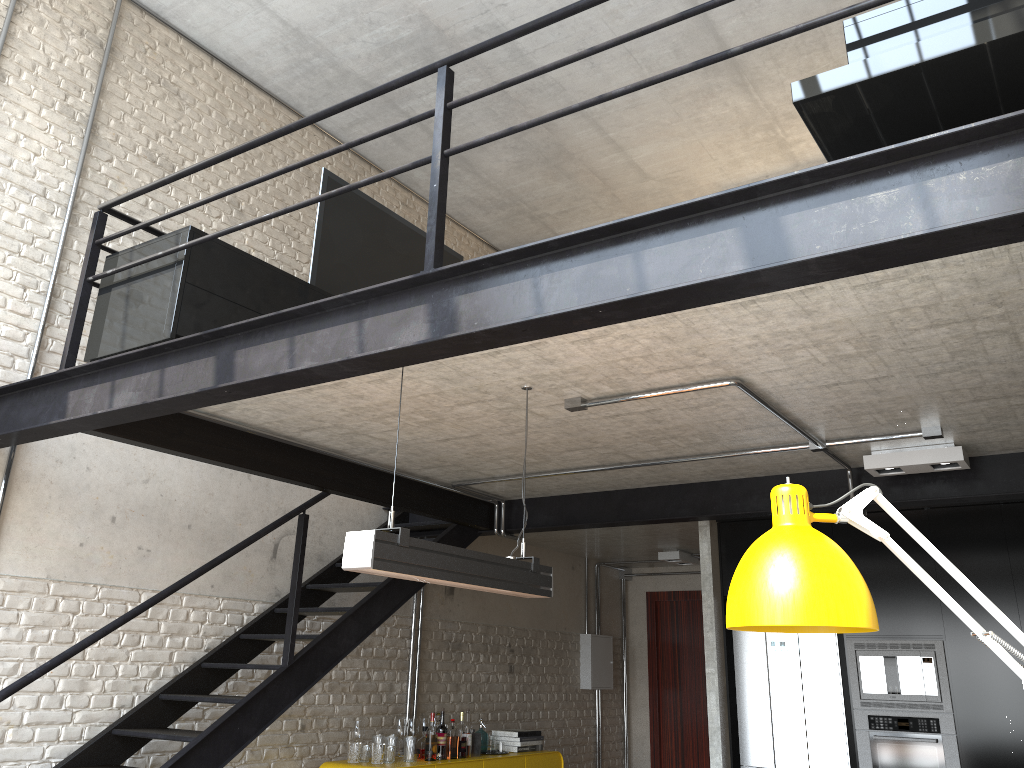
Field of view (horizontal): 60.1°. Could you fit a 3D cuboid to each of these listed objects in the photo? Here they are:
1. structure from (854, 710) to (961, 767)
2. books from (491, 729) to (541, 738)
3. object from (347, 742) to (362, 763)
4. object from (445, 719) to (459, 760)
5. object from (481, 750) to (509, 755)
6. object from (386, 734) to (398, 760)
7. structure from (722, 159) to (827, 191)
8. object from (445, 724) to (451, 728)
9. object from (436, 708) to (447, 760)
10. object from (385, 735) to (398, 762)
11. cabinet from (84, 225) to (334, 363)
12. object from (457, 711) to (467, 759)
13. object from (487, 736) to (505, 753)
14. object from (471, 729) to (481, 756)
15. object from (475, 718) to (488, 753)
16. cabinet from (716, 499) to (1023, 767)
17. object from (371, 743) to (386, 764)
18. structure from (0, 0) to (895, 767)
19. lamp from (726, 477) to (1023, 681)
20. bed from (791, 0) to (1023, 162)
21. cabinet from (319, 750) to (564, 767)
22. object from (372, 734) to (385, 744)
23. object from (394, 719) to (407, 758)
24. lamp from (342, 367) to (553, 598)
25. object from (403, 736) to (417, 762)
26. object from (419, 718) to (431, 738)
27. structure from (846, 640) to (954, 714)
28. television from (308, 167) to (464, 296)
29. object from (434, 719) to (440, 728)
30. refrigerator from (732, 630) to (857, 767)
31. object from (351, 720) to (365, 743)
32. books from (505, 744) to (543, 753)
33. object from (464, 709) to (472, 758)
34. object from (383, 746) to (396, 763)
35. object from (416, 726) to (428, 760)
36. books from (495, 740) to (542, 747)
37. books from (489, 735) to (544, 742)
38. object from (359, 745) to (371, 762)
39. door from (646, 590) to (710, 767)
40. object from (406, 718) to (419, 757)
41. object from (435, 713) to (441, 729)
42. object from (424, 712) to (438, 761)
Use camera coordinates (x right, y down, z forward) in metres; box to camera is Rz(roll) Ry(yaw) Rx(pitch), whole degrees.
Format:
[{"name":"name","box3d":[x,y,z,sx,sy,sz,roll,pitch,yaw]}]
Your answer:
[{"name":"structure","box3d":[2.530,2.361,5.561,0.578,0.569,0.477,-11,-23,32]},{"name":"books","box3d":[0.036,2.764,7.006,0.257,0.039,0.320,-11,-22,34]},{"name":"object","box3d":[-1.022,2.386,5.726,0.095,0.122,0.093,3,-20,-4]},{"name":"object","box3d":[-0.420,2.485,6.193,0.066,0.263,0.098,-14,-26,36]},{"name":"object","box3d":[-0.173,2.778,6.671,0.299,0.012,0.294,-3,-19,14]},{"name":"object","box3d":[-0.819,2.461,5.994,0.086,0.158,0.086,20,-27,-40]},{"name":"structure","box3d":[3.629,-0.122,7.524,2.578,3.014,2.748,-11,-23,32]},{"name":"object","box3d":[-0.451,2.552,6.331,0.100,0.216,0.099,19,-26,-38]},{"name":"object","box3d":[-0.488,2.424,6.135,0.079,0.336,0.078,-8,-23,23]},{"name":"object","box3d":[-0.811,2.431,5.903,0.086,0.158,0.086,20,-27,-40]},{"name":"cabinet","box3d":[-0.753,0.057,5.046,0.603,0.563,3.132,-11,-22,32]},{"name":"object","box3d":[-0.360,2.494,6.294,0.081,0.314,0.080,-9,-23,26]},{"name":"object","box3d":[-0.111,2.741,6.719,0.099,0.109,0.225,12,-21,-27]},{"name":"object","box3d":[-0.294,2.610,6.437,0.134,0.186,0.051,8,-22,-18]},{"name":"object","box3d":[-0.238,2.680,6.754,0.118,0.244,0.118,18,-26,-37]},{"name":"cabinet","box3d":[2.590,2.049,5.710,2.306,2.527,0.545,-11,-24,32]},{"name":"object","box3d":[-0.865,2.384,5.707,0.095,0.122,0.094,17,-25,-36]},{"name":"structure","box3d":[0.286,0.954,3.989,4.757,3.413,3.730,-11,-23,32]},{"name":"lamp","box3d":[0.256,0.778,0.614,1.555,1.653,0.623,19,-26,-40]},{"name":"bed","box3d":[1.498,-0.244,4.406,2.679,0.859,4.412,-10,-22,32]},{"name":"cabinet","box3d":[-0.430,3.050,6.243,0.545,0.786,2.167,-12,-23,32]},{"name":"object","box3d":[-0.905,2.443,5.947,0.086,0.158,0.086,20,-27,-40]},{"name":"object","box3d":[-0.788,2.491,6.230,0.092,0.250,0.090,4,-21,-5]},{"name":"lamp","box3d":[-0.172,0.294,3.319,0.124,0.909,1.072,-12,-24,32]},{"name":"object","box3d":[-0.686,2.436,5.907,0.086,0.158,0.086,20,-27,-40]},{"name":"object","box3d":[-0.635,2.558,6.420,0.092,0.250,0.090,4,-21,-5]},{"name":"structure","box3d":[2.553,1.899,5.753,0.578,0.429,0.441,-11,-23,32]},{"name":"television","box3d":[-0.734,-0.616,5.302,0.294,0.880,1.298,-12,-23,32]},{"name":"object","box3d":[-0.567,2.591,6.516,0.092,0.250,0.090,4,-21,-5]},{"name":"refrigerator","box3d":[1.957,2.420,5.984,0.720,1.863,0.491,-12,-24,31]},{"name":"object","box3d":[-1.026,2.367,5.870,0.092,0.250,0.091,-5,-21,16]},{"name":"books","box3d":[0.038,2.866,6.979,0.258,0.045,0.346,-11,-22,34]},{"name":"object","box3d":[-0.324,2.512,6.371,0.073,0.327,0.071,-8,-23,23]},{"name":"object","box3d":[-0.807,2.423,5.786,0.092,0.101,0.091,8,-21,-17]},{"name":"object","box3d":[-0.607,2.488,6.138,0.086,0.210,0.086,14,-24,-29]},{"name":"books","box3d":[0.040,2.826,6.979,0.258,0.031,0.323,-9,-21,30]},{"name":"books","box3d":[0.038,2.801,7.005,0.286,0.031,0.346,-10,-22,32]},{"name":"object","box3d":[-0.968,2.426,5.808,0.092,0.101,0.091,8,-21,-17]},{"name":"door","box3d":[1.963,3.290,9.140,1.127,2.264,0.192,-11,-24,31]},{"name":"object","box3d":[-0.715,2.524,6.322,0.092,0.250,0.090,4,-21,-5]},{"name":"object","box3d":[-0.526,2.481,6.248,0.114,0.298,0.113,12,-23,-26]},{"name":"object","box3d":[-0.548,2.406,6.043,0.081,0.315,0.080,-8,-23,24]}]
